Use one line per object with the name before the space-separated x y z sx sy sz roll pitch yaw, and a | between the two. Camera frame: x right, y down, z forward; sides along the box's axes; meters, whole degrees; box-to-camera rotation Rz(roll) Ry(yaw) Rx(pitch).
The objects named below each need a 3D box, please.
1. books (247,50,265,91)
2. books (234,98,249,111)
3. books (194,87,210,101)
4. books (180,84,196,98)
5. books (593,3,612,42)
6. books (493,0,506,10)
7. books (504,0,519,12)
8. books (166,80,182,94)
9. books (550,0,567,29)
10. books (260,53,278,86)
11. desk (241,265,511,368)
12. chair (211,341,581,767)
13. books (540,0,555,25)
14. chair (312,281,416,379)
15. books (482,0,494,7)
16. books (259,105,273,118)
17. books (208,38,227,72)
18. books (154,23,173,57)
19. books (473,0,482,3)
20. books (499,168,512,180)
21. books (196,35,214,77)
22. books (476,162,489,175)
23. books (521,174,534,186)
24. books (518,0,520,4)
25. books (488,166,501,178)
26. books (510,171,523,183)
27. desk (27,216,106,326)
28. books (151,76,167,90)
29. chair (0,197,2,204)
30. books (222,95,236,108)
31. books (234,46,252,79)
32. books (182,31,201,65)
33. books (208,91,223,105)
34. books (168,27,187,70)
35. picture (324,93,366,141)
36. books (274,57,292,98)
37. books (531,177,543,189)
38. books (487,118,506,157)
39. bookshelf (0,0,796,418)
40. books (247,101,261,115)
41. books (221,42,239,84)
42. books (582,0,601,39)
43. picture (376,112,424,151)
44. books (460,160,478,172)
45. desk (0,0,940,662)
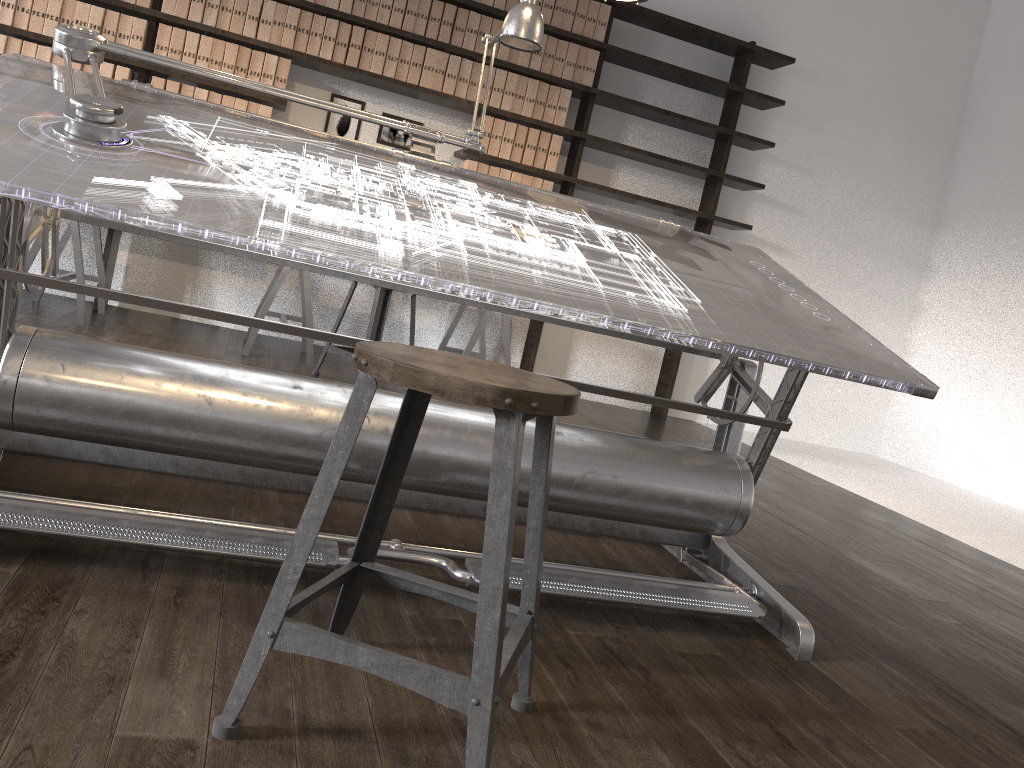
books | -1.418 -1.711 4.889 0.066 0.225 0.175 12 5 -17
books | -1.509 -1.449 4.890 0.066 0.225 0.176 12 5 -17
books | -1.705 -1.487 4.831 0.066 0.225 0.175 12 5 -17
books | -1.773 -1.500 4.815 0.066 0.225 0.176 12 5 -17
books | 0.518 -2.173 5.379 0.066 0.225 0.175 12 5 -17
books | -0.074 -2.286 5.194 0.066 0.225 0.176 12 5 -17
books | -0.009 -2.274 5.218 0.066 0.225 0.176 12 5 -17
books | -1.842 -1.513 4.788 0.066 0.225 0.176 12 5 -17
books | 0.259 -2.222 5.295 0.066 0.225 0.176 12 5 -17
books | -1.350 -1.697 4.906 0.066 0.225 0.175 12 5 -17
desk | -0.698 -0.389 4.858 1.663 0.667 0.660 11 5 -17
chair | -0.118 0.232 1.247 0.372 0.526 0.359 14 4 11
books | 0.191 -2.236 5.274 0.066 0.225 0.176 12 5 -17
chair | -0.663 -0.238 4.269 0.374 0.526 0.357 17 6 41
books | -0.142 -2.300 5.174 0.066 0.225 0.176 12 5 -17
books | -1.388 -1.426 4.931 0.066 0.225 0.176 12 5 -17
books | -1.610 -1.747 4.828 0.066 0.225 0.176 12 5 -17
books | -1.869 -1.797 4.751 0.066 0.225 0.175 12 5 -17
books | -0.201 -2.311 5.158 0.066 0.225 0.176 12 5 -17
books | -0.079 -1.176 5.335 0.066 0.225 0.175 12 5 -17
books | -1.668 -1.758 4.809 0.066 0.225 0.176 12 5 -17
books | -0.210 -1.201 5.297 0.066 0.225 0.176 12 5 -17
books | 0.052 -1.150 5.372 0.066 0.225 0.176 12 5 -17
books | 0.056 -2.262 5.240 0.066 0.225 0.175 12 5 -17
books | -0.145 -1.189 5.319 0.066 0.225 0.175 12 5 -17
books | -0.010 -1.162 5.353 0.066 0.225 0.176 12 5 -17
desk | -2.704 -0.772 4.238 1.663 0.667 0.660 11 5 -17
books | -1.913 -1.527 4.772 0.066 0.225 0.176 12 5 -17
chair | -2.354 -0.559 3.719 0.370 0.526 0.361 9 6 -44
books | -1.574 -1.462 4.876 0.066 0.225 0.176 12 5 -17
books | -1.484 -1.723 4.868 0.066 0.225 0.176 12 5 -17
books | -1.736 -1.771 4.786 0.066 0.225 0.176 12 5 -17
books | -1.640 -1.475 4.856 0.066 0.225 0.175 12 5 -17
books | -1.803 -1.784 4.769 0.066 0.225 0.176 12 5 -17
picture | -0.990 -1.543 5.206 0.201 0.283 0.022 11 4 -18
books | -1.285 -1.685 4.931 0.066 0.225 0.176 12 5 -17
books | 0.110 -1.140 5.395 0.066 0.225 0.176 12 5 -17
books | -0.114 -1.461 5.292 0.066 0.225 0.175 12 5 -17
bookshelf | -2.879 -1.420 4.597 9.149 3.198 0.376 11 4 -17
books | -1.448 -1.438 4.914 0.066 0.225 0.176 12 5 -17
books | -1.546 -1.734 4.843 0.066 0.225 0.176 12 5 -17
books | 0.452 -2.187 5.362 0.066 0.225 0.175 12 5 -17
picture | -0.671 -1.502 5.301 0.250 0.183 0.023 11 4 -17
books | -0.275 -1.213 5.273 0.066 0.225 0.176 12 5 -17
desk | -0.180 -0.327 2.090 2.062 1.382 1.084 11 5 -17
